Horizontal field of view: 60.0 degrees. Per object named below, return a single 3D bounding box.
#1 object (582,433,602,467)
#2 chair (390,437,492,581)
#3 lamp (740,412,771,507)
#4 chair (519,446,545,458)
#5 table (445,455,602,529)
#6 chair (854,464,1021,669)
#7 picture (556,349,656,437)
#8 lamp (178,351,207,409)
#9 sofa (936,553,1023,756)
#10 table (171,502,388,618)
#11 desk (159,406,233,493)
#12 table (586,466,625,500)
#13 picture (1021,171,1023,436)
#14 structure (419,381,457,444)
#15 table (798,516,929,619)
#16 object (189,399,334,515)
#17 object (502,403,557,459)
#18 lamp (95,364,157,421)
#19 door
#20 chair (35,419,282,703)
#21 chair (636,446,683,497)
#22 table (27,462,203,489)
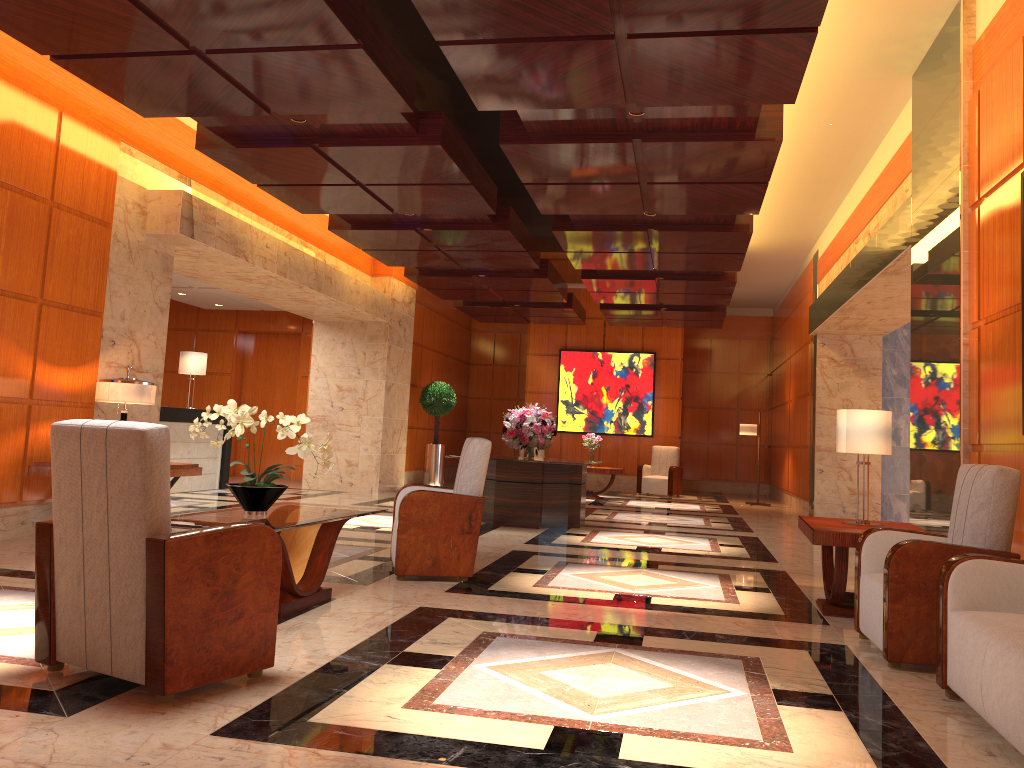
[{"bbox_3d":[1.398,1.159,15.562,0.350,0.598,0.325,0,-6,31],"label":"object"},{"bbox_3d":[-0.514,0.847,6.268,0.628,0.964,0.735,4,-5,-10],"label":"chair"},{"bbox_3d":[4.338,1.334,15.862,0.526,1.667,0.358,3,-6,1],"label":"lamp"},{"bbox_3d":[0.506,1.593,17.725,0.736,0.964,0.627,6,-6,-30],"label":"chair"},{"bbox_3d":[0.174,1.248,10.413,1.600,0.747,1.594,2,-4,11],"label":"table"},{"bbox_3d":[2.110,0.870,4.430,0.629,0.964,0.735,2,-5,10],"label":"chair"},{"bbox_3d":[1.931,0.179,18.262,1.997,1.743,0.056,2,-6,11],"label":"picture"},{"bbox_3d":[-4.641,-0.045,12.833,0.372,0.823,0.371,-1,-7,36],"label":"lamp"},{"bbox_3d":[1.915,0.776,2.829,0.613,0.936,1.792,2,-4,12],"label":"sofa"},{"bbox_3d":[-1.322,0.967,4.891,0.722,0.498,1.554,2,-4,14],"label":"table"},{"bbox_3d":[-4.927,0.870,11.895,0.941,1.145,2.915,2,-4,11],"label":"desk"},{"bbox_3d":[1.349,1.722,15.479,1.168,0.536,0.722,2,-4,11],"label":"table"},{"bbox_3d":[2.627,-0.514,3.868,0.056,1.457,1.989,2,-4,11],"label":"picture"},{"bbox_3d":[-1.409,0.786,16.487,0.721,1.719,0.719,4,-5,-11],"label":"structure"},{"bbox_3d":[2.221,1.167,5.585,0.725,0.536,1.163,2,-4,14],"label":"table"},{"bbox_3d":[-1.371,0.402,4.842,0.788,0.620,0.416,4,-5,-11],"label":"object"},{"bbox_3d":[0.207,0.546,10.464,0.650,0.661,0.677,3,-5,2],"label":"object"},{"bbox_3d":[-3.157,0.243,7.215,0.458,0.813,0.457,1,-6,20],"label":"lamp"},{"bbox_3d":[-4.475,0.384,16.264,1.286,2.707,0.339,2,-6,11],"label":"door"},{"bbox_3d":[-1.369,0.630,3.414,0.738,0.964,0.626,0,-6,30],"label":"chair"},{"bbox_3d":[2.894,1.688,17.259,0.738,0.964,0.626,0,-6,30],"label":"chair"},{"bbox_3d":[-3.235,0.956,7.289,0.726,0.609,1.265,2,-4,11],"label":"table"}]
